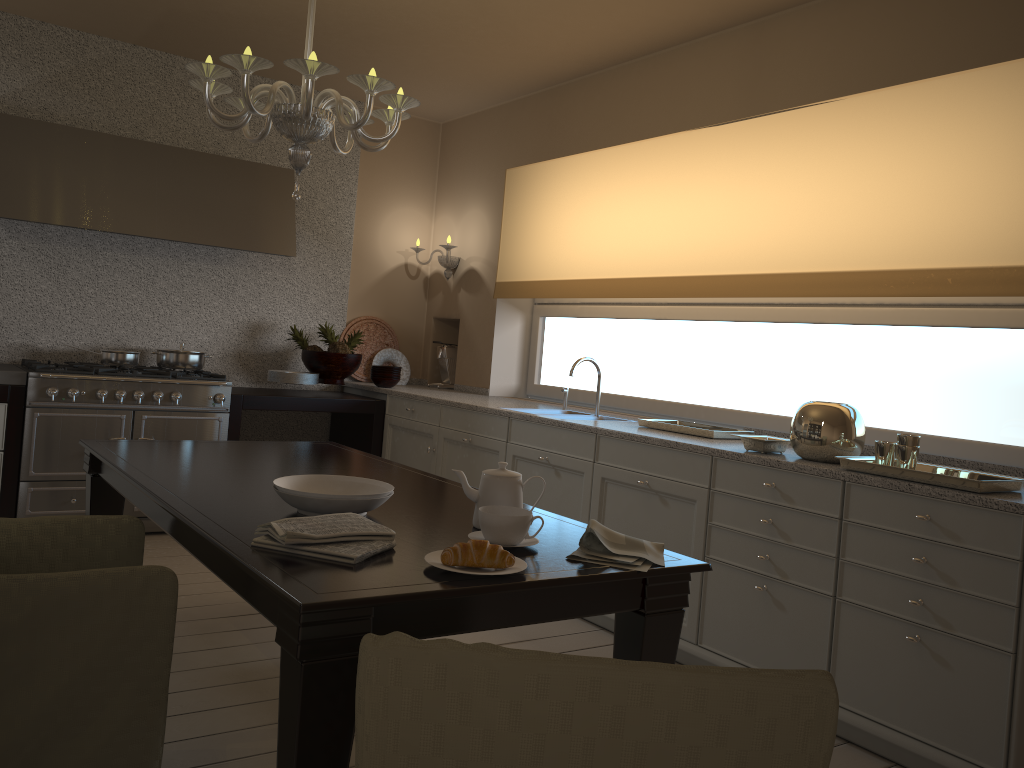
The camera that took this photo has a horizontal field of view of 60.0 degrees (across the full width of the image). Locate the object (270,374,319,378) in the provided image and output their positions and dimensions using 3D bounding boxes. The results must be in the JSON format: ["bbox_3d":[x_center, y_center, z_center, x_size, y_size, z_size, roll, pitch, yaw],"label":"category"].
[{"bbox_3d":[-1.222,-0.043,4.957,0.279,0.011,0.278,7,3,42],"label":"object"}]

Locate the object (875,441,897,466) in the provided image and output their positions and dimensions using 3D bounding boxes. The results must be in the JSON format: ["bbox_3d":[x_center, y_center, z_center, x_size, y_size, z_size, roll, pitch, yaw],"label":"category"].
[{"bbox_3d":[1.117,0.219,2.654,0.063,0.090,0.063,5,1,27],"label":"object"}]

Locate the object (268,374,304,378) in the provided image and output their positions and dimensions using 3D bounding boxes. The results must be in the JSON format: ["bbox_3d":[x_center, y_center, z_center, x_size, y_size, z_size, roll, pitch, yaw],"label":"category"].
[{"bbox_3d":[-1.223,-0.040,4.957,0.279,0.011,0.278,7,3,42],"label":"object"}]

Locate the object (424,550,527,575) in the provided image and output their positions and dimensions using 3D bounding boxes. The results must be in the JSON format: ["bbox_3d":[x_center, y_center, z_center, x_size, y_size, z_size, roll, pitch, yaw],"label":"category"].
[{"bbox_3d":[-0.069,0.341,1.673,0.194,0.014,0.194,6,2,31],"label":"object"}]

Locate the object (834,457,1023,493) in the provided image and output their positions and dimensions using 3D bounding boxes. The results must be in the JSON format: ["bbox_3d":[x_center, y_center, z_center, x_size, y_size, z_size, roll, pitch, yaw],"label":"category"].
[{"bbox_3d":[1.216,0.261,2.592,0.274,0.034,0.447,3,2,-35],"label":"object"}]

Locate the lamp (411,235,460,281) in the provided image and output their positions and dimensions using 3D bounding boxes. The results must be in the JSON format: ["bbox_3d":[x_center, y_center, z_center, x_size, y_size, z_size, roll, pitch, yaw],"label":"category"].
[{"bbox_3d":[-0.451,-0.803,5.697,0.264,0.266,0.480,4,2,-37],"label":"lamp"}]

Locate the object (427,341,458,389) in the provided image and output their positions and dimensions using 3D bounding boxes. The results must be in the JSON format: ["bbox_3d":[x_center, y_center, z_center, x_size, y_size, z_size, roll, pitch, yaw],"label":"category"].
[{"bbox_3d":[-0.349,-0.117,5.864,0.390,0.306,0.383,4,2,-35],"label":"object"}]

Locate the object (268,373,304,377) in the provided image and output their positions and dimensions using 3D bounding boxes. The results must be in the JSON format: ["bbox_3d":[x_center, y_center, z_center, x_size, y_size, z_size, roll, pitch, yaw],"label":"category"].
[{"bbox_3d":[-1.222,-0.046,4.957,0.279,0.011,0.278,7,3,42],"label":"object"}]

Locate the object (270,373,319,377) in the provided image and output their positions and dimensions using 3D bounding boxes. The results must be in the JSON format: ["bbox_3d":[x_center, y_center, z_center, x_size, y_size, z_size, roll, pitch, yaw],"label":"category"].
[{"bbox_3d":[-1.222,-0.048,4.957,0.279,0.011,0.278,7,3,42],"label":"object"}]

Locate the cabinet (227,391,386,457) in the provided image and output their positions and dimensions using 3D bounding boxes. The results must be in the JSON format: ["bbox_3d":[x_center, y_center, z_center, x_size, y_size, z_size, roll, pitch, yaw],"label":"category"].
[{"bbox_3d":[-1.293,0.411,5.092,0.895,0.724,0.601,4,1,-35],"label":"cabinet"}]

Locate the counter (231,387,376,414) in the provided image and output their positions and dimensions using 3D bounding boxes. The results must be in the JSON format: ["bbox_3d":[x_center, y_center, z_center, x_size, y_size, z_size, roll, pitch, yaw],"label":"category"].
[{"bbox_3d":[-1.266,0.090,5.093,0.764,0.079,0.601,3,2,-35],"label":"counter"}]

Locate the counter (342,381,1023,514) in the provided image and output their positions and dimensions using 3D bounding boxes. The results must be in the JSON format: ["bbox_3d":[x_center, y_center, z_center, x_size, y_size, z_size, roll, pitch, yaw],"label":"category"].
[{"bbox_3d":[0.364,0.149,4.117,0.651,0.068,4.246,3,3,-35],"label":"counter"}]

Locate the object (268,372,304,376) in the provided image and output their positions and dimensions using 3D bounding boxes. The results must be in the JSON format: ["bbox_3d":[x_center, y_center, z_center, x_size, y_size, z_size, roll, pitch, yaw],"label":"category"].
[{"bbox_3d":[-1.222,-0.051,4.957,0.279,0.011,0.278,7,3,42],"label":"object"}]

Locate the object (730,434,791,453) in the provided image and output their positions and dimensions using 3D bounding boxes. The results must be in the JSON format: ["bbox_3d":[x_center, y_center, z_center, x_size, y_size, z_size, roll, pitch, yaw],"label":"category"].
[{"bbox_3d":[0.876,0.209,3.065,0.197,0.048,0.153,3,2,-35],"label":"object"}]

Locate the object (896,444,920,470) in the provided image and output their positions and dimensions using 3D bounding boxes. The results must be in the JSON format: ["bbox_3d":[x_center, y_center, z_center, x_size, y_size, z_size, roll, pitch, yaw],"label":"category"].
[{"bbox_3d":[1.154,0.224,2.590,0.063,0.090,0.063,5,1,27],"label":"object"}]

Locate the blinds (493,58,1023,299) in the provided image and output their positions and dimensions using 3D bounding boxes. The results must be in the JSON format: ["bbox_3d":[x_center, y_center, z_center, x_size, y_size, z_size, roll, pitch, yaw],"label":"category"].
[{"bbox_3d":[0.941,-0.766,3.873,0.022,0.782,3.555,5,2,-35],"label":"blinds"}]

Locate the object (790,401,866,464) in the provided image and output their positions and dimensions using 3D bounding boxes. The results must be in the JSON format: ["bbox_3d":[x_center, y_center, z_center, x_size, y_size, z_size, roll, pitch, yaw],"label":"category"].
[{"bbox_3d":[1.044,0.159,2.936,0.235,0.195,0.236,4,1,-18],"label":"object"}]

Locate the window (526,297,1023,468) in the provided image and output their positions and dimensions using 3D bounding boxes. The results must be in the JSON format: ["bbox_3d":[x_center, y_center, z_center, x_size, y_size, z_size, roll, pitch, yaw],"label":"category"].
[{"bbox_3d":[1.172,-0.455,4.025,0.047,1.353,3.573,5,1,-35],"label":"window"}]

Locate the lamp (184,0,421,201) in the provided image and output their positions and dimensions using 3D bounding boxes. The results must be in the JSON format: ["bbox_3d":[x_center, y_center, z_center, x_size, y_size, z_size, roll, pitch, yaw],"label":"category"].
[{"bbox_3d":[-0.604,-1.114,2.673,0.674,1.128,0.702,5,1,-17],"label":"lamp"}]

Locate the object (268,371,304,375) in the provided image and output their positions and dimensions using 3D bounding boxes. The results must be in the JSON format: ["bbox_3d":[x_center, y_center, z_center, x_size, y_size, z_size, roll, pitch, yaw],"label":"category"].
[{"bbox_3d":[-1.222,-0.057,4.957,0.279,0.011,0.278,7,3,42],"label":"object"}]

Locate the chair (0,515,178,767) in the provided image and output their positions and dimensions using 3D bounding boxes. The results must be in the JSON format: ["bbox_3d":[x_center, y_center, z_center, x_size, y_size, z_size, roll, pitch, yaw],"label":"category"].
[{"bbox_3d":[-1.014,0.565,1.887,0.560,0.801,0.564,4,1,-29],"label":"chair"}]

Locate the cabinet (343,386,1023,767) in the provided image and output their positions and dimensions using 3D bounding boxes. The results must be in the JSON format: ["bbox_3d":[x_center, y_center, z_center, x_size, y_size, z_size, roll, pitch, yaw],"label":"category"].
[{"bbox_3d":[0.375,0.560,4.152,0.845,0.771,4.229,4,2,-35],"label":"cabinet"}]

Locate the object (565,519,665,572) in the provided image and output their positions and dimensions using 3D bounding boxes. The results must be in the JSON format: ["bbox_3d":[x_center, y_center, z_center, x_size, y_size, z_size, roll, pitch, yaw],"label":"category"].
[{"bbox_3d":[0.232,0.334,1.875,0.197,0.063,0.204,5,2,17],"label":"object"}]

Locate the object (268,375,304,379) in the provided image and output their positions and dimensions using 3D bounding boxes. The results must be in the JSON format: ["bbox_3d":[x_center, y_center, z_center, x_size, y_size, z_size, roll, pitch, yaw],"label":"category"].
[{"bbox_3d":[-1.223,-0.035,4.957,0.279,0.011,0.278,7,3,42],"label":"object"}]

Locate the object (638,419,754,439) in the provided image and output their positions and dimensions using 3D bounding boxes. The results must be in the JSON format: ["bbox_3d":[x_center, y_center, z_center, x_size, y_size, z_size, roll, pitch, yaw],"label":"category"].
[{"bbox_3d":[0.757,0.186,3.684,0.240,0.030,0.429,3,2,-35],"label":"object"}]

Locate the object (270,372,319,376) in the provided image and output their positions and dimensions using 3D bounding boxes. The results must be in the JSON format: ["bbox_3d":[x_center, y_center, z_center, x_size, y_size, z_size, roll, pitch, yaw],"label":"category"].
[{"bbox_3d":[-1.221,-0.054,4.957,0.279,0.011,0.278,7,3,42],"label":"object"}]

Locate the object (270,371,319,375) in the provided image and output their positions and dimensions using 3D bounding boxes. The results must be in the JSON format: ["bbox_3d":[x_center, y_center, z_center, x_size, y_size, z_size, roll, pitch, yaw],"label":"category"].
[{"bbox_3d":[-1.221,-0.059,4.957,0.279,0.011,0.278,7,3,42],"label":"object"}]

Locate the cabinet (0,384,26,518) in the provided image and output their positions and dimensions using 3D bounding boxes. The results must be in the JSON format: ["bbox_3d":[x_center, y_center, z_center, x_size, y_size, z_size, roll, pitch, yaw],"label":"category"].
[{"bbox_3d":[-2.782,0.326,4.031,0.895,0.724,0.638,4,1,-35],"label":"cabinet"}]

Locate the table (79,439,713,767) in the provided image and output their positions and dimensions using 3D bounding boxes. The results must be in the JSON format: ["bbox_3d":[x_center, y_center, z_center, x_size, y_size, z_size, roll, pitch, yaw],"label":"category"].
[{"bbox_3d":[-0.543,0.609,2.432,0.917,0.653,1.994,4,2,-35],"label":"table"}]

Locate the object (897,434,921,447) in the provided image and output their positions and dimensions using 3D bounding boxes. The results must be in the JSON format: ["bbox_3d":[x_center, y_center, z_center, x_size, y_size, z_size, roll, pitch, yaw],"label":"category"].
[{"bbox_3d":[1.156,0.194,2.590,0.063,0.090,0.063,5,1,27],"label":"object"}]

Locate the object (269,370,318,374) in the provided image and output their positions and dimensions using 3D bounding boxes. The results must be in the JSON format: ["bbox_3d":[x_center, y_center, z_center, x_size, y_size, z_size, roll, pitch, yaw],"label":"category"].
[{"bbox_3d":[-1.221,-0.062,4.957,0.279,0.011,0.278,7,3,42],"label":"object"}]

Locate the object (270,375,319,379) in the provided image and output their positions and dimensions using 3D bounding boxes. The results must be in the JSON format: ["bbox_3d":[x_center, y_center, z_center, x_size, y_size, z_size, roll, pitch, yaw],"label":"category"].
[{"bbox_3d":[-1.224,-0.037,4.958,0.279,0.011,0.278,7,3,42],"label":"object"}]

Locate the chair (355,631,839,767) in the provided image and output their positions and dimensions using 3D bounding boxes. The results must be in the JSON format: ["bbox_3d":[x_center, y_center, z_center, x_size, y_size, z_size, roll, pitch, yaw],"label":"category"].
[{"bbox_3d":[0.068,0.680,1.206,0.563,0.801,0.561,5,1,1],"label":"chair"}]

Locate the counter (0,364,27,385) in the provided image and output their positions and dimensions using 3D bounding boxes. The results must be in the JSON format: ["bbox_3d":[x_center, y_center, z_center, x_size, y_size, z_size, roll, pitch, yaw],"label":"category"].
[{"bbox_3d":[-2.757,-0.069,4.043,0.895,0.062,0.601,3,2,-35],"label":"counter"}]

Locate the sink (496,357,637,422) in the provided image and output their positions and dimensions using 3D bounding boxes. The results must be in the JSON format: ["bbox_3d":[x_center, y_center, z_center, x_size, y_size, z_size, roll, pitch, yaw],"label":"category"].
[{"bbox_3d":[0.258,0.103,4.208,0.458,0.481,0.539,4,1,-35],"label":"sink"}]
